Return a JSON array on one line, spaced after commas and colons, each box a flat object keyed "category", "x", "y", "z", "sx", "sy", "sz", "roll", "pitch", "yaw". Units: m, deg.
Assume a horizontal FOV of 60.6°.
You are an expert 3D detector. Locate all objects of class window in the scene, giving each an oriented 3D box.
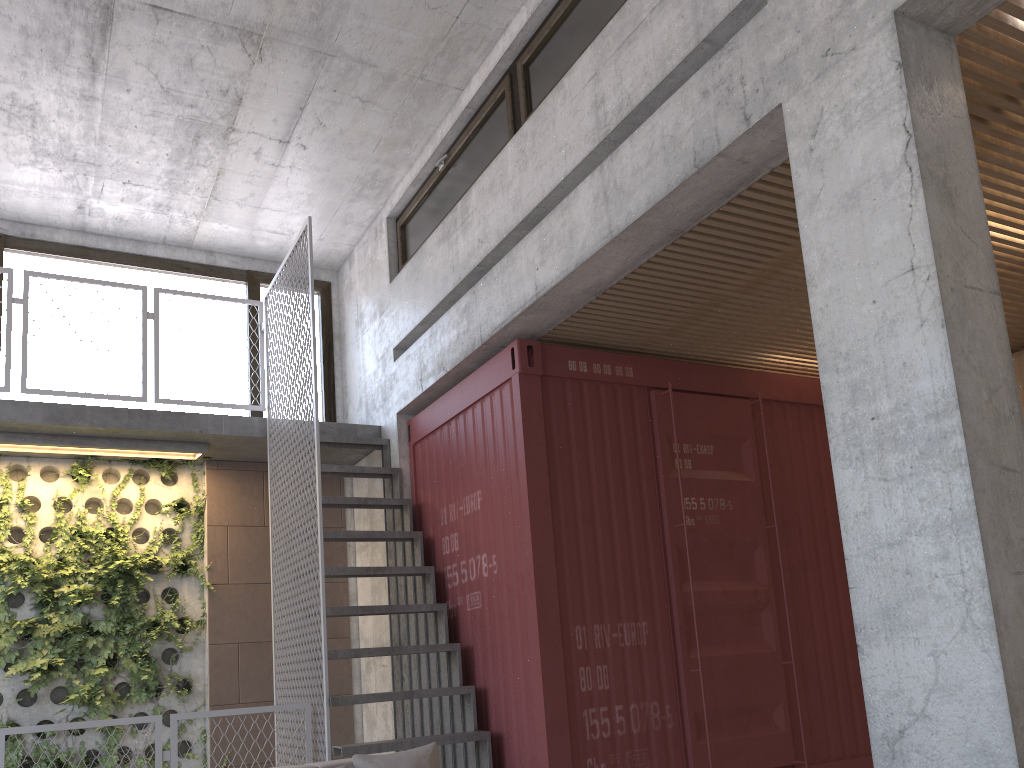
[{"category": "window", "x": 0.996, "y": -2.449, "z": 3.844, "sx": 0.113, "sy": 0.588, "sz": 8.702, "roll": 1, "pitch": -18, "yaw": -28}, {"category": "window", "x": -3.313, "y": -0.307, "z": 7.680, "sx": 3.579, "sy": 1.697, "sz": 0.113, "roll": 5, "pitch": -13, "yaw": -28}]

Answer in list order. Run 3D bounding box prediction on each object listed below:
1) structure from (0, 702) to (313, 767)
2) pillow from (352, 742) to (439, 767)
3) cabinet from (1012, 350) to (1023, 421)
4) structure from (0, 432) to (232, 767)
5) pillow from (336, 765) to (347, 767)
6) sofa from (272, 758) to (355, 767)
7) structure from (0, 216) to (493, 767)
[{"category": "structure", "x": -3.648, "y": 2.582, "z": 5.287, "sx": 4.443, "sy": 0.906, "sz": 1.986, "roll": 6, "pitch": -19, "yaw": -28}, {"category": "pillow", "x": -0.452, "y": 1.669, "z": 3.580, "sx": 0.363, "sy": 0.355, "sz": 0.193, "roll": 2, "pitch": -13, "yaw": -24}, {"category": "cabinet", "x": 5.851, "y": 1.204, "z": 6.724, "sx": 3.768, "sy": 3.035, "sz": 1.559, "roll": 4, "pitch": -14, "yaw": -28}, {"category": "structure", "x": -3.484, "y": 2.039, "z": 6.739, "sx": 2.635, "sy": 3.707, "sz": 1.032, "roll": 3, "pitch": -13, "yaw": -29}, {"category": "pillow", "x": -0.786, "y": 1.662, "z": 3.369, "sx": 0.372, "sy": 0.348, "sz": 0.192, "roll": 4, "pitch": -14, "yaw": -29}, {"category": "sofa", "x": -1.071, "y": 1.449, "z": 1.968, "sx": 3.008, "sy": 0.761, "sz": 3.106, "roll": 5, "pitch": -20, "yaw": -28}, {"category": "structure", "x": -2.481, "y": 1.194, "z": 6.151, "sx": 3.695, "sy": 4.185, "sz": 3.124, "roll": 3, "pitch": -15, "yaw": -28}]
